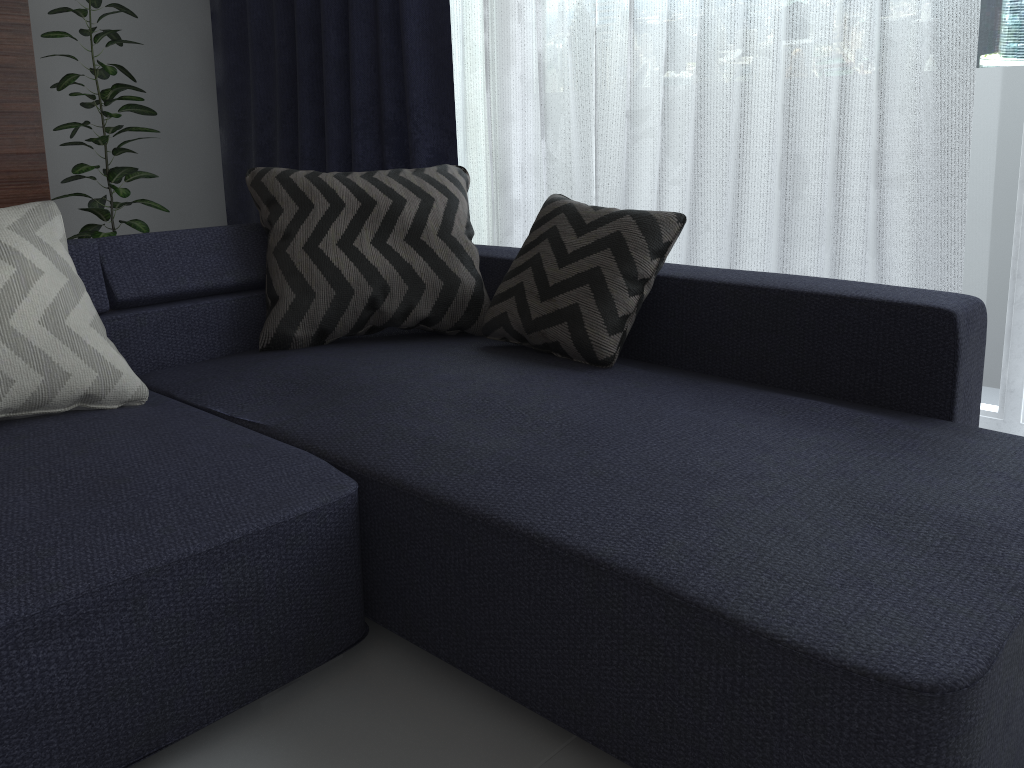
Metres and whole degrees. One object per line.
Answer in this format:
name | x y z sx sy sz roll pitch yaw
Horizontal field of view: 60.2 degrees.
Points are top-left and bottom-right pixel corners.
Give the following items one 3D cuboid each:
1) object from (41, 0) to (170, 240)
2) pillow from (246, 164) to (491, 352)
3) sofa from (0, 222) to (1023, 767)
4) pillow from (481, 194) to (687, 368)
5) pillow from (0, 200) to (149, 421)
object | -1.557 -1.025 3.347 0.503 1.813 0.491 1 12 11
pillow | -0.360 -0.302 2.283 0.599 0.509 0.361 -5 13 -16
sofa | -0.572 0.206 1.136 1.915 0.597 2.905 13 21 41
pillow | 0.149 -0.250 2.027 0.289 0.338 0.419 -12 18 -41
pillow | -0.992 -0.122 1.612 0.345 0.381 0.500 11 18 41
